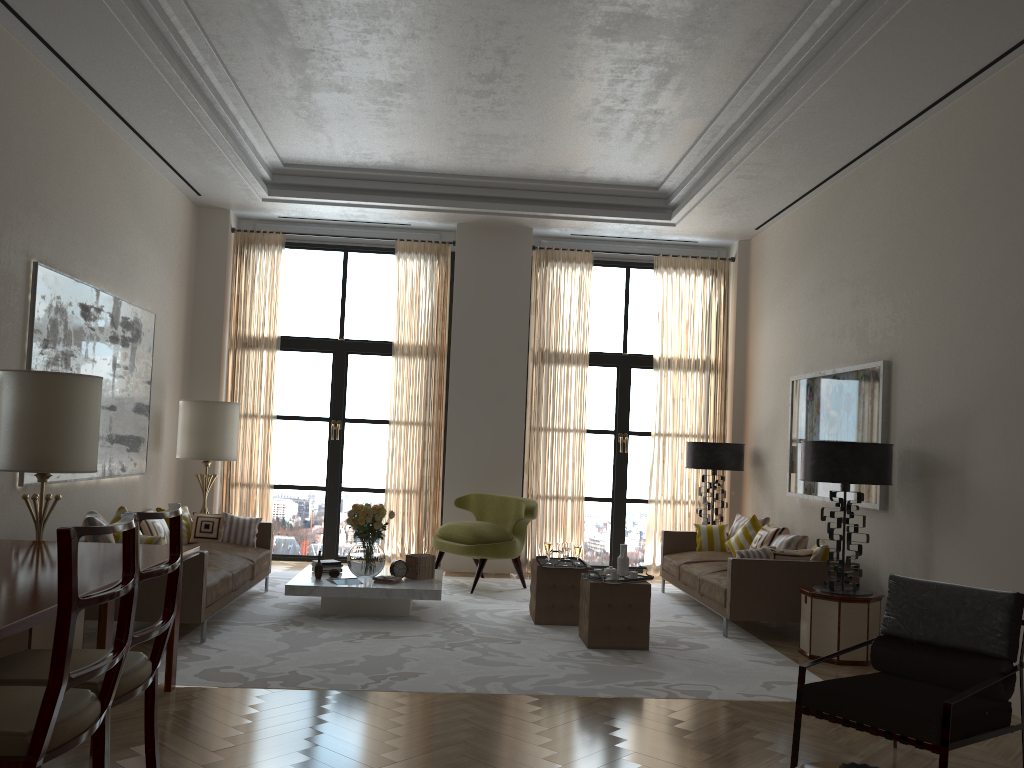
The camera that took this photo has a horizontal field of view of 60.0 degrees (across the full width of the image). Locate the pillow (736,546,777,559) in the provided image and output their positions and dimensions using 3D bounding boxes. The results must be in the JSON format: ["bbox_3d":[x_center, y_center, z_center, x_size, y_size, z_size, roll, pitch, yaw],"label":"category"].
[{"bbox_3d":[2.495,1.891,9.241,0.498,0.427,0.327,3,-3,-16],"label":"pillow"}]

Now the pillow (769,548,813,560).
[{"bbox_3d":[2.862,1.910,9.229,0.464,0.411,0.304,3,-3,-6],"label":"pillow"}]

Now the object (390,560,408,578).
[{"bbox_3d":[-1.238,2.028,9.696,0.205,0.209,0.082,5,-4,-43],"label":"object"}]

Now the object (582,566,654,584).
[{"bbox_3d":[1.025,1.825,8.536,0.721,0.101,0.441,6,-5,-40],"label":"object"}]

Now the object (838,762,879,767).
[{"bbox_3d":[1.417,1.591,3.575,0.193,0.064,0.193,1,-4,19],"label":"object"}]

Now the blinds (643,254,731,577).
[{"bbox_3d":[2.656,0.511,13.374,1.242,4.868,0.419,3,-2,-2],"label":"blinds"}]

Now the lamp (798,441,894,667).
[{"bbox_3d":[3.135,1.563,8.383,0.830,2.016,0.830,3,-3,-3],"label":"lamp"}]

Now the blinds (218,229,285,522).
[{"bbox_3d":[-3.791,0.204,12.948,0.780,4.880,0.420,3,-2,-2],"label":"blinds"}]

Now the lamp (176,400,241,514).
[{"bbox_3d":[-4.012,1.355,11.598,0.768,2.252,0.767,5,-3,-41],"label":"lamp"}]

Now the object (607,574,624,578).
[{"bbox_3d":[0.984,1.834,8.470,0.186,0.026,0.041,2,-4,4],"label":"object"}]

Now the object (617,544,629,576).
[{"bbox_3d":[1.092,1.730,8.717,0.113,0.305,0.126,1,-3,33],"label":"object"}]

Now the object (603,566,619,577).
[{"bbox_3d":[0.960,1.817,8.615,0.176,0.105,0.136,3,-3,-7],"label":"object"}]

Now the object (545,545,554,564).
[{"bbox_3d":[0.391,1.810,9.396,0.098,0.191,0.098,1,-3,22],"label":"object"}]

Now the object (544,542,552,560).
[{"bbox_3d":[0.392,1.834,9.744,0.098,0.191,0.098,4,-3,-21],"label":"object"}]

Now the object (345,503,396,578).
[{"bbox_3d":[-1.561,1.722,9.739,0.540,0.820,0.628,3,-3,-8],"label":"object"}]

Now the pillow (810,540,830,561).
[{"bbox_3d":[3.190,1.900,9.341,0.296,0.475,0.516,2,-3,18],"label":"pillow"}]

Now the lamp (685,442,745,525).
[{"bbox_3d":[2.855,1.845,12.601,0.829,2.016,0.831,2,-3,1],"label":"lamp"}]

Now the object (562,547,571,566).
[{"bbox_3d":[0.560,1.807,9.252,0.098,0.191,0.098,3,-3,-4],"label":"object"}]

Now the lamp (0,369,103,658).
[{"bbox_3d":[-3.696,1.045,6.949,0.768,2.252,0.768,4,-3,-37],"label":"lamp"}]

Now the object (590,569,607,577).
[{"bbox_3d":[0.823,1.807,8.487,0.176,0.067,0.176,5,-4,-28],"label":"object"}]

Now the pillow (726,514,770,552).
[{"bbox_3d":[3.044,1.996,11.552,0.356,0.575,0.624,4,-3,-25],"label":"pillow"}]

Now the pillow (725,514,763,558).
[{"bbox_3d":[2.994,1.950,11.151,0.767,0.616,0.356,0,-4,40],"label":"pillow"}]

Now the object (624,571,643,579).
[{"bbox_3d":[1.171,1.840,8.535,0.176,0.067,0.176,3,-4,-5],"label":"object"}]

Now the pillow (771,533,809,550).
[{"bbox_3d":[3.138,1.993,10.206,0.371,0.565,0.660,3,-3,-8],"label":"pillow"}]

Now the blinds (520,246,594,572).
[{"bbox_3d":[0.686,0.415,13.245,0.960,4.868,0.419,3,-2,-2],"label":"blinds"}]

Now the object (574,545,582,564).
[{"bbox_3d":[0.708,1.834,9.543,0.098,0.191,0.098,1,-3,22],"label":"object"}]

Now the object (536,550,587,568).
[{"bbox_3d":[0.526,1.884,9.533,0.491,0.092,0.803,3,-4,-4],"label":"object"}]

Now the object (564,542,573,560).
[{"bbox_3d":[0.620,1.848,9.796,0.098,0.191,0.098,0,-4,43],"label":"object"}]

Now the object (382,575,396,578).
[{"bbox_3d":[-1.316,2.056,9.460,0.139,0.019,0.137,4,-4,-20],"label":"object"}]

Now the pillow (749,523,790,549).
[{"bbox_3d":[3.055,1.952,10.585,0.403,0.546,0.618,3,-3,-1],"label":"pillow"}]

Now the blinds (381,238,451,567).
[{"bbox_3d":[-1.405,0.314,13.105,0.874,4.868,0.419,3,-2,-1],"label":"blinds"}]

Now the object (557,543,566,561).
[{"bbox_3d":[0.535,1.836,9.681,0.098,0.191,0.098,3,-3,-4],"label":"object"}]

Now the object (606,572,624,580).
[{"bbox_3d":[0.974,1.818,8.370,0.176,0.067,0.176,3,-4,-2],"label":"object"}]
